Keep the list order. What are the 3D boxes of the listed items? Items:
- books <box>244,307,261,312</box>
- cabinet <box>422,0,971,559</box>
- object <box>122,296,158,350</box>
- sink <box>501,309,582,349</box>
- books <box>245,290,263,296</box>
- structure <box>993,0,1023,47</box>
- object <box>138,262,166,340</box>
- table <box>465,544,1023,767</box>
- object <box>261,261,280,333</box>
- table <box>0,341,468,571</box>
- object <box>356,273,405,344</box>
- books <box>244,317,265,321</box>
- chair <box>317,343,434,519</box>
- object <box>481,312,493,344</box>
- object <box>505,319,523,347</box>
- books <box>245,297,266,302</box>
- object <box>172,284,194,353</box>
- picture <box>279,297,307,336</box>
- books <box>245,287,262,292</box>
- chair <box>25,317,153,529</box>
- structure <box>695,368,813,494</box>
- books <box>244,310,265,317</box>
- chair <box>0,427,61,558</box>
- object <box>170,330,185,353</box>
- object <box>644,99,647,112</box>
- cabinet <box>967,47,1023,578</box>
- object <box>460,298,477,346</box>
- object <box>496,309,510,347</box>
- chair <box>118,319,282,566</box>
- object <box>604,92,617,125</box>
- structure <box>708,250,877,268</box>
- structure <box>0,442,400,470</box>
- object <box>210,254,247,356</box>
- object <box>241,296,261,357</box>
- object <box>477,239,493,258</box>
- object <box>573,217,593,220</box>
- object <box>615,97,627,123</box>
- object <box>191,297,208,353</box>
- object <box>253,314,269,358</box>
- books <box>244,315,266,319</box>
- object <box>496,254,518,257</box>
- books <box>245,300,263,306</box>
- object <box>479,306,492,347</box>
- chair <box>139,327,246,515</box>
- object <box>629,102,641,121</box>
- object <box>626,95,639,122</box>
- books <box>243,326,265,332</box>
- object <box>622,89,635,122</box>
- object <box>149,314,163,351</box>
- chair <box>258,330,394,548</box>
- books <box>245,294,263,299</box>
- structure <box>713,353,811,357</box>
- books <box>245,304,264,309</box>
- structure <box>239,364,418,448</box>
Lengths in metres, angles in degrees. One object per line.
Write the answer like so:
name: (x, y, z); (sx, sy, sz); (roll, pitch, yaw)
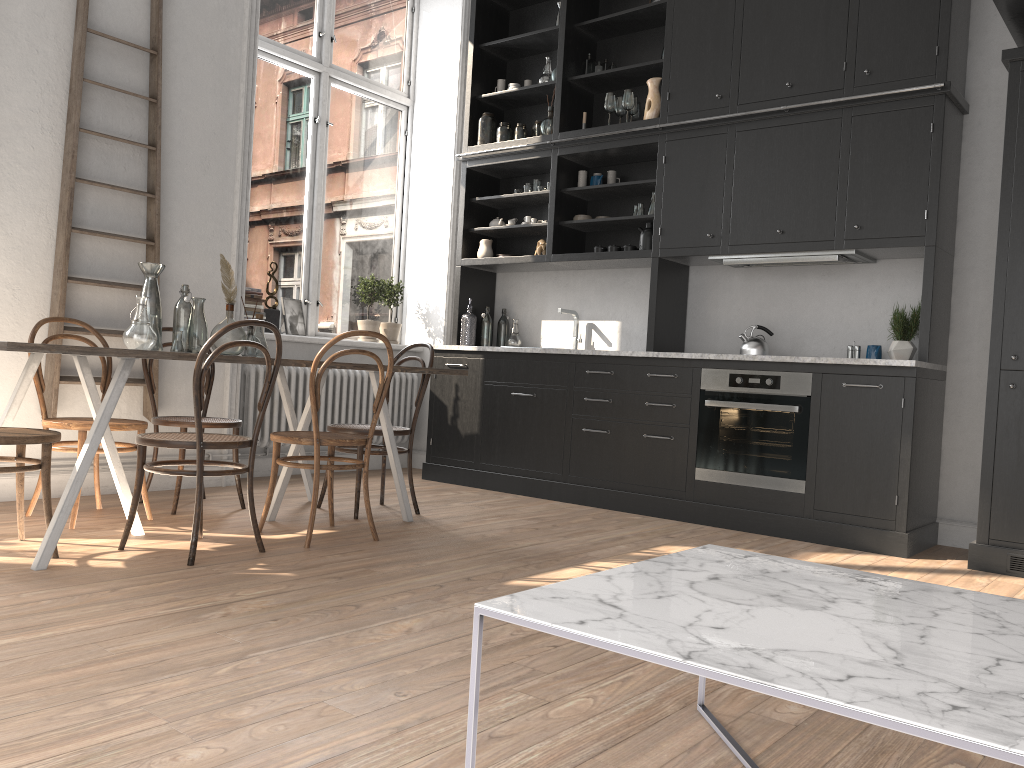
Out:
books: (-1.763, -0.487, 5.789); (0.205, 0.022, 0.155); (3, 1, -37)
cabinet: (0.914, -1.025, 5.445); (3.250, 3.583, 0.635); (4, 1, 38)
object: (-1.515, -0.247, 3.619); (0.132, 0.219, 0.132); (4, 1, 28)
sink: (0.288, -0.259, 5.957); (0.526, 0.505, 0.514); (4, 1, 38)
books: (-1.757, -0.596, 5.787); (0.155, 0.020, 0.205); (4, 1, 38)
structure: (2.457, -2.160, 0.877); (4.156, 1.213, 5.928); (4, 1, 38)
object: (-1.593, -0.336, 3.899); (0.116, 0.383, 0.116); (2, 1, -40)
table: (0.523, 0.582, 1.502); (0.849, 0.392, 0.849); (4, 1, 38)
object: (-1.619, -0.582, 5.970); (0.122, 0.488, 0.102); (3, 1, -27)
table: (-1.357, 0.259, 3.999); (1.100, 0.780, 2.200); (4, 1, 38)
object: (-1.009, -0.572, 6.743); (0.234, 0.524, 0.500); (4, 1, 28)
books: (-1.765, -0.422, 5.772); (0.175, 0.023, 0.249); (4, 1, 39)
chair: (-0.713, 0.221, 4.732); (0.549, 0.921, 0.437); (3, 1, -39)
object: (-0.187, -0.408, 6.510); (0.086, 0.301, 0.086); (3, 1, -37)
object: (0.019, -0.356, 6.400); (0.120, 0.219, 0.132); (4, 1, 39)
books: (-1.763, -0.553, 5.784); (0.174, 0.019, 0.244); (4, 1, 38)
object: (-1.446, -0.287, 3.907); (0.086, 0.301, 0.086); (4, 1, 24)
picture: (-1.541, -0.460, 6.145); (0.149, 0.264, 0.221); (4, 1, 22)
books: (-1.766, -0.618, 5.788); (0.159, 0.024, 0.201); (4, 1, 28)
chair: (-1.939, 0.156, 4.074); (0.549, 0.921, 0.438); (4, 1, 36)
structure: (1.453, 0.247, 4.971); (0.622, 0.623, 0.618); (4, 1, 38)
books: (-1.771, -0.463, 5.788); (0.193, 0.028, 0.245); (4, 1, 33)
chair: (-1.940, 0.164, 3.219); (0.549, 0.921, 0.437); (2, 1, -43)
object: (-1.427, -0.180, 3.788); (0.058, 0.094, 0.058); (3, 1, -23)
object: (0.894, -1.730, 5.719); (0.083, 0.221, 0.083); (4, 1, 37)
cabinet: (2.895, -0.289, 3.854); (1.400, 2.372, 0.634); (4, 1, 38)
object: (-0.308, -0.440, 6.332); (0.109, 0.349, 0.109); (4, 1, 19)
object: (-0.065, -0.401, 6.494); (0.086, 0.301, 0.086); (3, 1, -6)
chair: (-1.208, 0.203, 3.485); (0.549, 0.921, 0.438); (4, 1, 34)
object: (0.627, -1.745, 5.676); (0.083, 0.221, 0.083); (3, 1, -20)
structure: (1.590, -0.726, 5.065); (0.843, 0.123, 0.379); (4, 1, 38)
structure: (-2.255, -1.648, 4.694); (0.340, 4.474, 5.182); (4, 1, 38)
object: (-1.267, -0.349, 3.985); (0.157, 0.446, 0.157); (3, 1, -34)
object: (-1.228, -0.267, 4.168); (0.106, 0.283, 0.107); (4, 1, 33)
object: (-0.188, -0.958, 6.364); (0.115, 0.144, 0.127); (4, 1, 17)
object: (-1.775, -0.298, 4.111); (0.792, 1.842, 5.828); (4, 1, 44)
object: (0.704, -1.741, 5.746); (0.083, 0.221, 0.083); (4, 1, 31)
object: (-1.434, -0.264, 4.041); (0.100, 0.255, 0.098); (4, 1, 15)
object: (-1.227, -0.233, 4.294); (0.101, 0.212, 0.101); (3, 1, -12)
books: (-1.770, -0.442, 5.789); (0.192, 0.014, 0.255); (4, 1, 42)
object: (-0.025, -0.893, 6.322); (0.180, 0.037, 0.180); (4, 1, 23)
books: (-1.760, -0.532, 5.788); (0.155, 0.022, 0.205); (4, 1, 33)
object: (-0.185, -0.406, 6.386); (0.086, 0.301, 0.086); (4, 1, 24)
chair: (-1.645, 0.168, 4.572); (0.438, 0.921, 0.549); (2, 1, -45)
object: (0.806, -1.736, 5.826); (0.083, 0.221, 0.083); (3, 1, -20)
object: (0.769, -1.737, 5.695); (0.083, 0.221, 0.083); (4, 1, 37)
books: (-1.771, -0.367, 5.772); (0.192, 0.043, 0.248); (4, 1, 38)
object: (0.731, -1.738, 5.596); (0.083, 0.221, 0.083); (3, 1, -5)
object: (-1.537, -0.219, 3.798); (0.083, 0.158, 0.083); (4, 1, 34)
chair: (-0.817, 0.222, 3.921); (0.438, 0.921, 0.549); (3, 1, -41)
books: (-1.766, -0.575, 5.777); (0.231, 0.023, 0.162); (3, 1, -36)
structure: (1.480, -0.148, 4.970); (0.592, 0.011, 0.427); (4, 1, 38)
books: (-1.764, -0.511, 5.795); (0.158, 0.024, 0.222); (4, 1, 38)
structure: (-1.269, 0.153, 6.216); (0.194, 0.552, 1.577); (4, 1, 38)
